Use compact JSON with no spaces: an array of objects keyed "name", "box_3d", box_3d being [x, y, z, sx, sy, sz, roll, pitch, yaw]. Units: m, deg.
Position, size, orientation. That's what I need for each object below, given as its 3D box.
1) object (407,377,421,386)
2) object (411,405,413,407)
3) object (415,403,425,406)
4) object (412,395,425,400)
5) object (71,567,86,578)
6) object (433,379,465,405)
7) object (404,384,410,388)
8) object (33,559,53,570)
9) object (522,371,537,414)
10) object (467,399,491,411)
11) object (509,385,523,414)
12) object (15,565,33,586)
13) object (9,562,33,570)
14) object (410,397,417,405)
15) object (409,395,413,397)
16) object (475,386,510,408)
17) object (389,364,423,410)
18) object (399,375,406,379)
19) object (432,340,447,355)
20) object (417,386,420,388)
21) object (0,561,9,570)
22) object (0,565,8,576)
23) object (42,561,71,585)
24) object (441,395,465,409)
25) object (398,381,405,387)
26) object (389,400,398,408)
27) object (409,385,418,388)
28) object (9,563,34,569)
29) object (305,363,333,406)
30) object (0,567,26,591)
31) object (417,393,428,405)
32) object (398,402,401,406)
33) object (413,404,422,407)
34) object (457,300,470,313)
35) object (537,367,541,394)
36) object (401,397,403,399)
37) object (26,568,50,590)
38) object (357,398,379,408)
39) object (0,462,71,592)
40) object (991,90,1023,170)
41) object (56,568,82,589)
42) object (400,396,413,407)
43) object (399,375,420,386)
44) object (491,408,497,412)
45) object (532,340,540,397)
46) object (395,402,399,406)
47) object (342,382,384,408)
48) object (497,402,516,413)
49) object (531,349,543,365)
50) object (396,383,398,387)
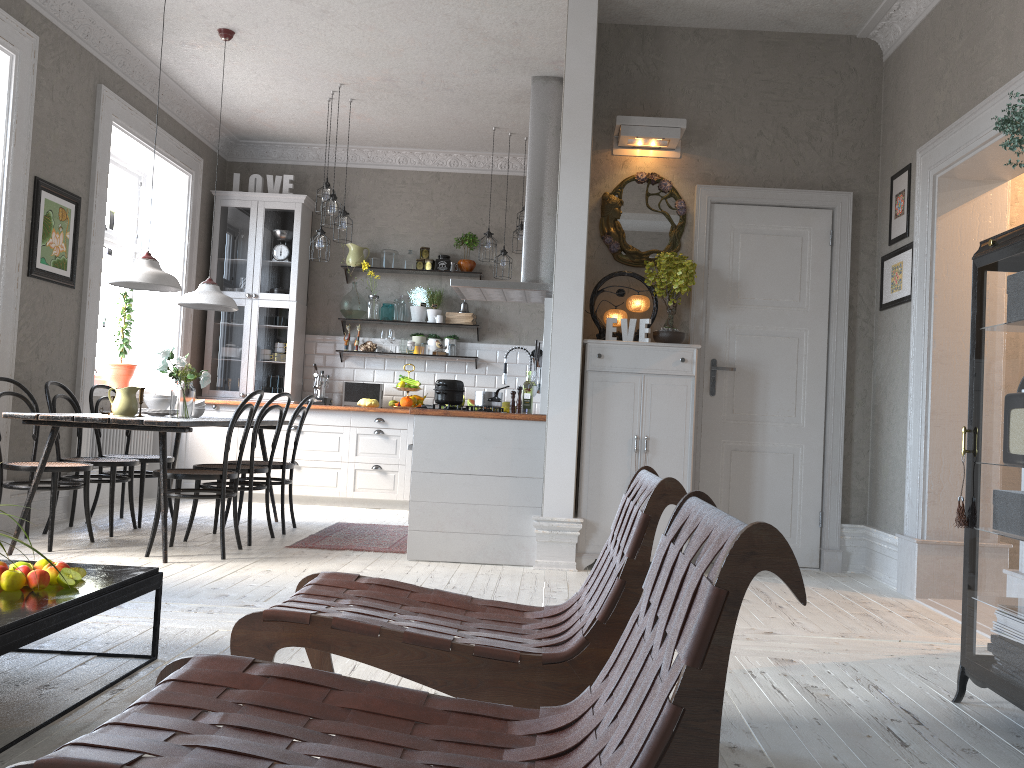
[{"name":"object","box_3d":[-0.901,-0.017,8.131,0.178,0.096,0.089,2,-2,21]},{"name":"object","box_3d":[-0.928,0.203,8.029,0.070,0.065,0.070,2,-2,22]},{"name":"object","box_3d":[-0.869,0.195,8.145,0.212,0.044,0.055,1,-3,39]},{"name":"object","box_3d":[-0.854,0.130,8.106,0.127,0.056,0.059,3,-2,-7]},{"name":"object","box_3d":[-1.284,0.554,2.594,0.046,0.037,0.067,2,-3,28]},{"name":"object","box_3d":[-0.372,0.049,5.242,0.193,0.147,0.190,4,-2,-19]},{"name":"object","box_3d":[-0.958,0.032,8.033,0.063,0.061,0.066,3,-2,1]},{"name":"object","box_3d":[-1.353,0.537,2.567,0.060,0.062,0.063,4,-2,-17]},{"name":"object","box_3d":[0.114,0.057,5.688,0.089,0.282,0.082,3,-2,2]},{"name":"object","box_3d":[-0.284,0.199,7.858,0.227,0.127,0.147,4,-2,-16]},{"name":"object","box_3d":[0.024,0.088,5.156,0.073,0.167,0.036,3,-2,1]},{"name":"object","box_3d":[-1.361,0.535,2.473,0.057,0.058,0.058,3,-2,-8]},{"name":"object","box_3d":[-1.399,0.535,2.521,0.063,0.058,0.060,5,-3,-44]},{"name":"object","box_3d":[-0.905,0.152,8.033,0.087,0.078,0.089,2,-3,28]},{"name":"object","box_3d":[-0.931,0.145,8.148,0.085,0.093,0.086,3,-2,-3]},{"name":"object","box_3d":[-0.093,0.080,5.468,0.297,0.134,0.178,1,-3,36]},{"name":"object","box_3d":[-0.948,0.025,8.088,0.355,0.425,0.348,3,-2,-13]},{"name":"object","box_3d":[-0.997,-0.056,8.069,0.074,0.058,0.050,4,-2,-22]},{"name":"object","box_3d":[-0.667,-0.336,8.251,0.120,0.147,0.099,4,-3,-31]},{"name":"object","box_3d":[-0.858,0.038,8.096,0.052,0.050,0.049,2,-2,11]},{"name":"object","box_3d":[-1.461,0.532,2.513,0.058,0.058,0.058,4,-2,-16]},{"name":"object","box_3d":[-1.428,0.532,2.458,0.058,0.056,0.060,3,-2,-12]},{"name":"object","box_3d":[-1.296,0.537,2.518,0.073,0.064,0.076,2,-3,32]},{"name":"object","box_3d":[-0.538,0.164,7.910,0.232,0.174,0.221,2,-2,23]},{"name":"object","box_3d":[-0.998,0.007,8.019,0.058,0.069,0.080,2,-2,21]},{"name":"object","box_3d":[-1.067,0.181,8.101,0.075,0.072,0.154,2,-3,31]},{"name":"object","box_3d":[-0.901,0.037,8.066,0.077,0.062,0.099,4,-2,-25]},{"name":"object","box_3d":[-1.431,0.546,2.583,0.064,0.039,0.066,3,-2,7]},{"name":"object","box_3d":[-1.755,0.008,8.040,0.205,0.370,0.353,3,-2,2]},{"name":"object","box_3d":[-1.358,0.530,2.410,0.060,0.063,0.063,1,-3,33]},{"name":"object","box_3d":[-0.828,0.137,8.098,0.060,0.120,0.127,2,-2,26]},{"name":"object","box_3d":[-1.014,0.196,8.080,0.070,0.076,0.226,4,-2,-15]},{"name":"object","box_3d":[-0.858,0.200,8.023,0.069,0.051,0.088,5,-3,-41]},{"name":"object","box_3d":[-0.444,-0.801,8.317,0.132,0.288,0.129,3,-2,-14]},{"name":"object","box_3d":[0.250,-0.103,7.789,0.077,0.379,0.082,3,-2,2]},{"name":"object","box_3d":[-0.963,0.155,8.155,0.077,0.076,0.157,2,-2,28]},{"name":"object","box_3d":[-1.300,0.537,2.433,0.056,0.058,0.057,2,-2,26]},{"name":"object","box_3d":[-1.282,0.170,7.916,0.197,0.083,0.189,3,-2,2]},{"name":"object","box_3d":[-1.455,0.346,2.181,0.722,0.420,0.671,2,-2,19]},{"name":"object","box_3d":[1.631,-0.711,2.572,0.409,0.506,0.403,2,-2,17]},{"name":"object","box_3d":[-1.243,0.544,2.479,0.058,0.053,0.060,3,-2,8]},{"name":"object","box_3d":[-0.949,0.158,7.958,0.115,0.111,0.109,4,-3,-31]},{"name":"object","box_3d":[-0.932,-0.031,8.064,0.210,0.101,0.067,3,-2,7]},{"name":"object","box_3d":[-0.179,0.237,8.030,0.204,0.073,0.118,4,-3,-35]},{"name":"object","box_3d":[0.170,-0.115,6.904,0.081,0.443,0.329,3,-2,3]},{"name":"object","box_3d":[-1.029,0.185,8.065,0.084,0.057,0.090,1,-3,33]},{"name":"object","box_3d":[-1.366,0.103,8.122,0.351,0.226,0.088,3,-2,0]},{"name":"object","box_3d":[-0.044,0.219,7.981,0.208,0.119,0.129,4,-3,-36]},{"name":"object","box_3d":[0.217,-0.233,7.278,0.107,0.161,0.138,2,-2,19]},{"name":"object","box_3d":[-1.011,0.025,8.093,0.096,0.078,0.100,3,-2,-12]}]
